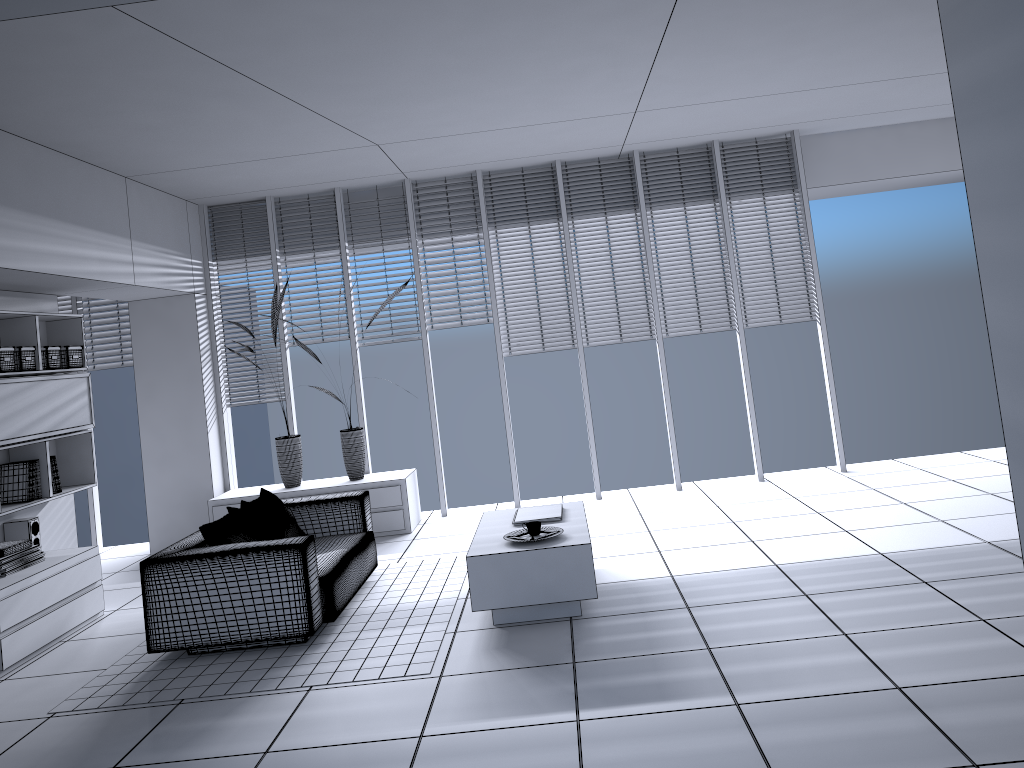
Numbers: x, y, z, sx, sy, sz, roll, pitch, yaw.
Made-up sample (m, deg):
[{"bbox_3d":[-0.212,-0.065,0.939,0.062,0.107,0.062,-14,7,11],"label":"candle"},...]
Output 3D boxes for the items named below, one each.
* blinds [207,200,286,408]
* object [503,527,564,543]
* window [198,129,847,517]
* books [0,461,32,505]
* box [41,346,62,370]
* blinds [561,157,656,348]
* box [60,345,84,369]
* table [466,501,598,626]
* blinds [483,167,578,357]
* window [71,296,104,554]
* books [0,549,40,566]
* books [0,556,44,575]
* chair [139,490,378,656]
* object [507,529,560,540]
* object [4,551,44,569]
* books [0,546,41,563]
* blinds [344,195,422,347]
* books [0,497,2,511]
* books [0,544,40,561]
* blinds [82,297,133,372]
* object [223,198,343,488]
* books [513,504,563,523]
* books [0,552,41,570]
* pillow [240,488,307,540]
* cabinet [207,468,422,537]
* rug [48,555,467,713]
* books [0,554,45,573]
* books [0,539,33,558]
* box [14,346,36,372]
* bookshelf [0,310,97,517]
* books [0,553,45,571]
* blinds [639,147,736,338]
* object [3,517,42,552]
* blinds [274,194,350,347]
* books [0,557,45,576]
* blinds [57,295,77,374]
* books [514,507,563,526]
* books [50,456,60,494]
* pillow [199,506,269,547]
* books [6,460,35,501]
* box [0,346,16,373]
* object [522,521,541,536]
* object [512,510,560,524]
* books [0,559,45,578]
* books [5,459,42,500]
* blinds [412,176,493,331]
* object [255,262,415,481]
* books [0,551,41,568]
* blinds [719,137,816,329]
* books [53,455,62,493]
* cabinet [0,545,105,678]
[{"bbox_3d":[-2.442,-0.754,8.162,0.636,1.893,0.057,-7,-4,2],"label":"blinds"},{"bbox_3d":[0.117,0.823,4.771,0.327,0.024,0.330,-5,3,32],"label":"object"},{"bbox_3d":[0.021,-0.440,7.950,5.499,3.144,0.099,-7,-4,2],"label":"window"},{"bbox_3d":[-3.211,0.641,5.702,0.207,0.261,0.074,-7,-3,2],"label":"books"},{"bbox_3d":[-3.272,-0.167,6.053,0.280,0.163,0.178,-7,0,2],"label":"box"},{"bbox_3d":[0.879,-1.209,8.042,0.714,1.699,0.047,-7,-4,2],"label":"blinds"},{"bbox_3d":[-3.260,-0.180,6.321,0.280,0.163,0.216,-7,0,2],"label":"box"},{"bbox_3d":[0.134,1.017,5.112,0.650,0.390,1.199,-7,2,3],"label":"table"},{"bbox_3d":[0.176,-1.127,8.069,0.714,1.699,0.047,-7,-4,2],"label":"blinds"},{"bbox_3d":[-4.265,0.057,8.142,0.688,3.144,0.099,-7,-4,2],"label":"window"},{"bbox_3d":[-3.086,1.057,5.276,0.285,0.008,0.415,-7,3,4],"label":"books"},{"bbox_3d":[-3.079,1.105,5.306,0.285,0.008,0.415,-7,3,4],"label":"books"},{"bbox_3d":[-1.414,1.099,5.393,0.959,0.554,1.647,-7,2,3],"label":"chair"},{"bbox_3d":[0.116,0.817,4.767,0.218,0.012,0.213,-9,3,-41],"label":"object"},{"bbox_3d":[-3.080,1.076,5.308,0.285,0.008,0.415,-7,3,4],"label":"object"},{"bbox_3d":[-3.078,1.037,5.294,0.285,0.008,0.415,-7,3,4],"label":"books"},{"bbox_3d":[-1.183,-1.048,8.124,0.636,1.364,0.057,-7,-4,2],"label":"blinds"},{"bbox_3d":[-3.237,0.661,5.385,0.207,0.260,0.050,-7,-4,2],"label":"books"},{"bbox_3d":[-3.087,1.028,5.278,0.285,0.008,0.415,-7,3,4],"label":"books"},{"bbox_3d":[-3.719,-0.838,8.257,0.636,1.384,0.038,-7,-4,2],"label":"blinds"},{"bbox_3d":[-2.067,-0.610,7.868,1.417,3.003,0.495,-8,-4,31],"label":"object"},{"bbox_3d":[0.164,0.785,5.357,0.285,0.008,0.415,-7,3,4],"label":"books"},{"bbox_3d":[-3.077,1.074,5.285,0.285,0.008,0.415,-7,3,4],"label":"books"},{"bbox_3d":[-1.540,0.888,5.707,0.300,0.400,0.565,-7,0,0],"label":"pillow"},{"bbox_3d":[-1.672,1.088,7.582,1.674,0.452,0.596,-7,0,2],"label":"cabinet"},{"bbox_3d":[-1.213,1.367,5.162,1.797,0.001,2.230,-7,3,3],"label":"rug"},{"bbox_3d":[-3.070,1.094,5.317,0.285,0.008,0.415,-7,3,4],"label":"books"},{"bbox_3d":[-3.057,0.994,5.287,0.207,0.050,0.258,-6,2,8],"label":"books"},{"bbox_3d":[-3.286,-0.152,5.751,0.280,0.163,0.178,-7,0,2],"label":"box"},{"bbox_3d":[-3.285,0.201,5.044,0.327,1.255,2.814,-7,1,3],"label":"bookshelf"},{"bbox_3d":[-3.071,1.085,5.325,0.285,0.008,0.415,-7,3,4],"label":"books"},{"bbox_3d":[1.594,-1.292,8.015,0.714,1.699,0.047,-7,-4,2],"label":"blinds"},{"bbox_3d":[-3.204,1.006,5.776,0.177,0.233,0.119,-7,-2,2],"label":"object"},{"bbox_3d":[-1.831,-1.055,8.154,0.636,1.373,0.051,-7,-4,2],"label":"blinds"},{"bbox_3d":[-3.070,1.114,5.323,0.285,0.008,0.415,-7,3,4],"label":"books"},{"bbox_3d":[-4.330,-0.538,8.266,0.636,1.913,0.038,-7,-4,2],"label":"blinds"},{"bbox_3d":[0.166,0.800,5.367,0.285,0.008,0.415,-7,3,4],"label":"books"},{"bbox_3d":[-3.207,0.630,6.001,0.207,0.261,0.074,-7,-3,3],"label":"books"},{"bbox_3d":[-1.563,0.939,5.126,0.340,0.390,0.566,-7,1,0],"label":"pillow"},{"bbox_3d":[-3.210,0.640,5.733,0.207,0.261,0.074,-7,-3,2],"label":"books"},{"bbox_3d":[-3.296,-0.141,5.529,0.280,0.163,0.178,-7,0,2],"label":"box"},{"bbox_3d":[0.115,0.786,4.769,0.096,0.070,0.084,-7,0,-16],"label":"object"},{"bbox_3d":[0.155,0.794,5.356,0.285,0.008,0.415,-7,3,4],"label":"object"},{"bbox_3d":[-3.069,1.123,5.316,0.285,0.008,0.415,-7,3,4],"label":"books"},{"bbox_3d":[-3.210,0.637,5.800,0.207,0.260,0.050,-7,-4,3],"label":"books"},{"bbox_3d":[-0.552,-1.205,8.107,0.636,1.384,0.038,-7,-4,2],"label":"blinds"},{"bbox_3d":[-1.494,-0.095,7.486,1.551,1.875,0.688,-7,-3,-3],"label":"object"},{"bbox_3d":[-3.077,1.066,5.293,0.285,0.008,0.415,-7,3,4],"label":"books"},{"bbox_3d":[2.307,-1.375,7.988,0.714,1.699,0.047,-7,-4,2],"label":"blinds"},{"bbox_3d":[-3.205,0.628,6.033,0.207,0.261,0.074,-7,-3,2],"label":"books"},{"bbox_3d":[-3.017,1.377,4.682,0.573,0.451,2.267,-7,2,3],"label":"cabinet"}]
